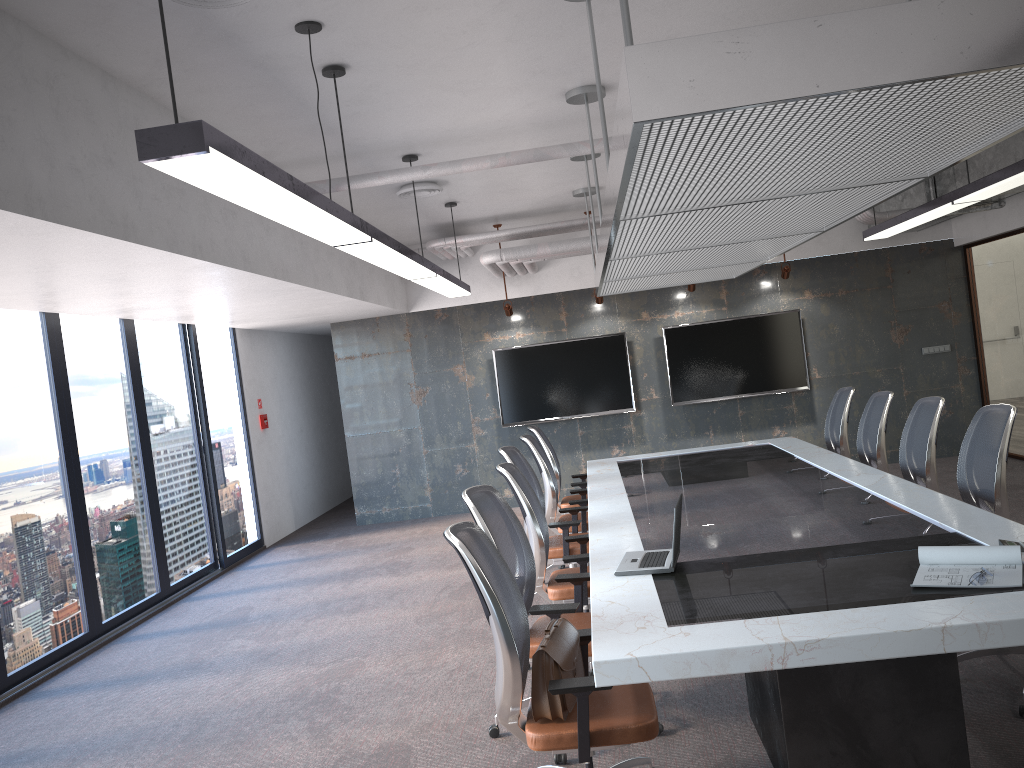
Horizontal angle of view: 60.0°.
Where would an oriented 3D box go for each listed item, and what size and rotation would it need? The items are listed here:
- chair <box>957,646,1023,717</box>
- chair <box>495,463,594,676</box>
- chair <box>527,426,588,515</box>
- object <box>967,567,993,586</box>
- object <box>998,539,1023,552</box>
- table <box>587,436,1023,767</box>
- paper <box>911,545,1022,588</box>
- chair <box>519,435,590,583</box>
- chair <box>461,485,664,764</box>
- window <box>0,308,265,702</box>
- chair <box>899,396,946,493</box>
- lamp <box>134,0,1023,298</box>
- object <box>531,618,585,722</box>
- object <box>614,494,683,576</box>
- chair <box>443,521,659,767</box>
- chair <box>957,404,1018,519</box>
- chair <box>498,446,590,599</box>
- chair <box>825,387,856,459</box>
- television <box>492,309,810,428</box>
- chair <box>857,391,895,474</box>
[{"bbox_3d":[2.347,0.766,3.956,0.828,1.166,0.789,-8,1,-31],"label":"chair"},{"bbox_3d":[0.375,0.998,5.166,0.828,1.166,0.789,-8,1,-31],"label":"chair"},{"bbox_3d":[0.606,0.911,7.999,0.828,1.166,0.789,-8,1,-31],"label":"chair"},{"bbox_3d":[1.677,0.682,3.166,0.049,0.036,0.200,-6,2,42],"label":"object"},{"bbox_3d":[2.022,0.634,3.501,0.161,0.026,0.126,-7,1,19],"label":"object"},{"bbox_3d":[1.467,1.055,5.513,1.898,0.745,5.498,-7,1,5],"label":"table"},{"bbox_3d":[1.669,0.666,3.254,0.348,0.069,0.379,-7,1,30],"label":"paper"},{"bbox_3d":[0.529,0.940,7.055,0.828,1.166,0.789,-8,1,-31],"label":"chair"},{"bbox_3d":[0.231,1.036,4.226,0.828,1.166,0.789,-8,1,-20],"label":"chair"},{"bbox_3d":[-3.465,0.709,5.674,0.121,2.670,9.225,-7,1,5],"label":"window"},{"bbox_3d":[2.501,0.708,5.844,0.828,1.166,0.789,-8,1,-31],"label":"chair"},{"bbox_3d":[1.143,-1.447,5.376,4.126,0.908,6.097,-7,1,5],"label":"lamp"},{"bbox_3d":[0.168,1.031,3.273,0.138,0.308,0.378,-7,1,16],"label":"object"},{"bbox_3d":[0.623,0.678,4.021,0.308,0.277,0.366,-7,1,15],"label":"object"},{"bbox_3d":[0.221,1.056,3.278,0.828,1.166,0.789,-8,1,-31],"label":"chair"},{"bbox_3d":[2.424,0.737,4.900,0.828,1.166,0.789,-8,1,-31],"label":"chair"},{"bbox_3d":[0.372,0.977,6.219,0.828,1.166,0.789,-8,1,-25],"label":"chair"},{"bbox_3d":[2.655,0.650,7.732,0.828,1.166,0.789,-8,1,-31],"label":"chair"},{"bbox_3d":[1.632,-0.179,10.611,3.667,0.960,0.101,-7,1,5],"label":"television"},{"bbox_3d":[2.578,0.679,6.788,0.828,1.166,0.789,-8,1,-31],"label":"chair"}]
